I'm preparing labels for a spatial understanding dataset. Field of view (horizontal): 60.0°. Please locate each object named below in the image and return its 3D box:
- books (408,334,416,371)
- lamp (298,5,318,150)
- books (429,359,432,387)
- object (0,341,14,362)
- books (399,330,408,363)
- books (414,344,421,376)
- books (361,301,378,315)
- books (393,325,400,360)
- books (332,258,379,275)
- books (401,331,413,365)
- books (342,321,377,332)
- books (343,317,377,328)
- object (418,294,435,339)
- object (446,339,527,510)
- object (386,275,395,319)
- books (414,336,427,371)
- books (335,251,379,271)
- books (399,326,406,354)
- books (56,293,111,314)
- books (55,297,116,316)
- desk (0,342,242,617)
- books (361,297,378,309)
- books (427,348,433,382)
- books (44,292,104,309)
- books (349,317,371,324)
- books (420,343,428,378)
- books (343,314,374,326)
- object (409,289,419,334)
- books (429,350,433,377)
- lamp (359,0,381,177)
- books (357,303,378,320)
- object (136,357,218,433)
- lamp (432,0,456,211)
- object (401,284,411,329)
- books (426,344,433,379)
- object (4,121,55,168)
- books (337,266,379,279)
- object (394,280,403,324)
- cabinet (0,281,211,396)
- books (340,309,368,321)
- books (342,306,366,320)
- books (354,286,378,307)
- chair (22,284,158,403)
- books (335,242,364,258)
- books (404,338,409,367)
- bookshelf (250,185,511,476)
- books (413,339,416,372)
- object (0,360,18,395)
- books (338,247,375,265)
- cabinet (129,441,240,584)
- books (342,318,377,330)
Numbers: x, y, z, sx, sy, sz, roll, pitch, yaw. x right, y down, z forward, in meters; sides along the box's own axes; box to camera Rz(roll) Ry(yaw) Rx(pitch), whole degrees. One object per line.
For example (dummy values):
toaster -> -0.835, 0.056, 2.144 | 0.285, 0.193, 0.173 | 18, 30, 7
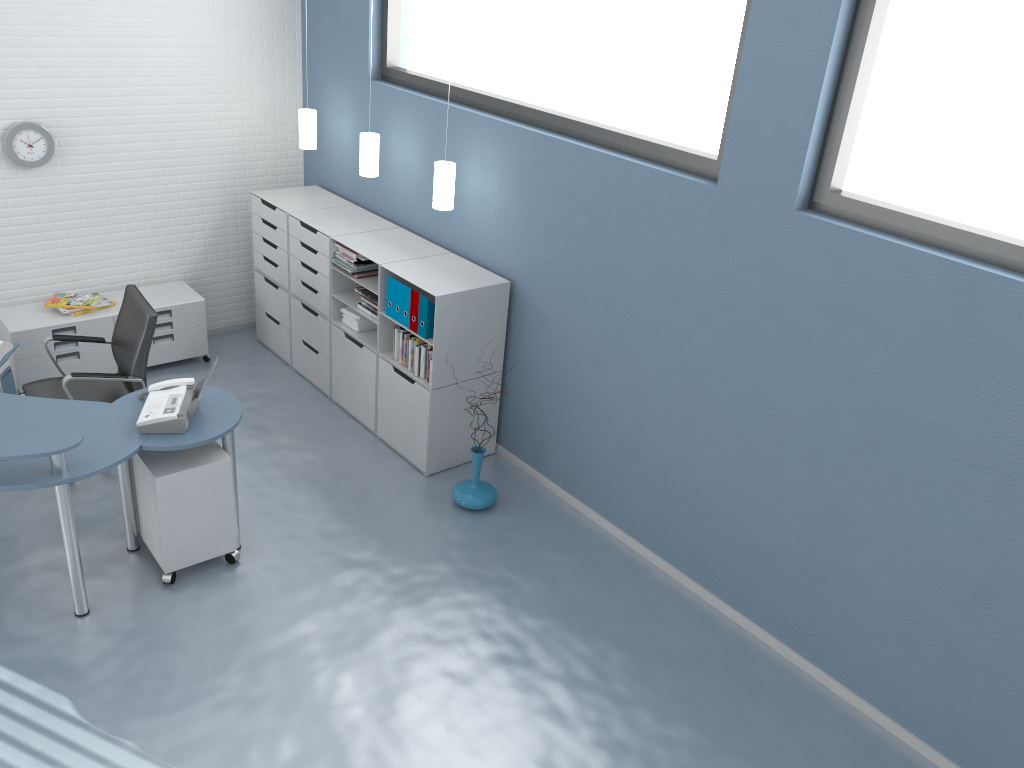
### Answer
books -> -0.532, -0.194, 5.212 | 0.166, 0.217, 0.038 | -16, 33, -37
lamp -> -1.330, -2.426, 5.728 | 0.120, 1.786, 0.120 | 9, 26, 6
books -> -0.393, -0.079, 5.066 | 0.178, 0.163, 0.032 | -16, 33, -37
object -> -2.804, -0.132, 4.615 | 0.276, 0.028, 0.478 | 1, 27, -10
books -> -0.603, -0.231, 5.295 | 0.157, 0.198, 0.022 | -16, 33, -37
books -> -0.490, -0.150, 5.168 | 0.173, 0.184, 0.032 | -16, 33, -37
books -> -0.781, -0.476, 5.464 | 0.212, 0.023, 0.224 | -16, 33, -37
books -> -0.642, -0.258, 5.336 | 0.157, 0.203, 0.040 | -16, 33, -37
books -> -0.974, -0.754, 5.590 | 0.234, 0.034, 0.240 | -16, 33, -37
books -> -0.585, -0.223, 5.276 | 0.157, 0.203, 0.032 | -16, 33, -37
books -> -0.940, -0.402, 5.781 | 0.270, 0.015, 0.190 | -16, 33, -37
books -> -0.929, -0.426, 5.764 | 0.270, 0.015, 0.190 | -15, 33, -36
object -> -0.430, -0.396, 5.004 | 0.181, 0.247, 0.082 | -16, 33, -37
object -> -0.152, 0.256, 4.848 | 0.357, 0.972, 0.312 | 16, 28, 21
object -> -0.642, -0.527, 5.227 | 0.181, 0.247, 0.082 | -16, 33, -37
books -> -0.498, -0.190, 5.176 | 0.157, 0.247, 0.021 | -16, 33, -37
books -> -0.954, -0.787, 5.571 | 0.212, 0.044, 0.265 | -16, 33, -37
books -> -0.611, -0.258, 5.312 | 0.138, 0.229, 0.032 | -16, 33, -37
books -> -2.846, -0.534, 5.858 | 0.300, 0.020, 0.210 | -20, 36, -41
books -> -2.831, -0.526, 5.889 | 0.210, 0.020, 0.300 | 21, 30, 29
desk -> -2.539, 0.336, 4.295 | 2.282, 0.900, 1.402 | 16, 28, 21
books -> -0.781, -0.508, 5.465 | 0.197, 0.034, 0.251 | -16, 33, -37
books -> -0.421, -0.119, 5.103 | 0.157, 0.198, 0.022 | -16, 33, -37
books -> -2.878, -0.547, 5.833 | 0.300, 0.020, 0.210 | 2, 26, -6
books -> -0.926, -0.454, 5.753 | 0.270, 0.015, 0.190 | -14, 32, -35
books -> -0.460, -0.146, 5.144 | 0.157, 0.203, 0.040 | -16, 33, -37
books -> -0.933, -0.439, 5.755 | 0.270, 0.015, 0.190 | -16, 33, -37
object -> -0.483, -0.429, 5.060 | 0.181, 0.247, 0.082 | -16, 33, -37
books -> -0.403, -0.111, 5.084 | 0.157, 0.203, 0.032 | -16, 33, -37
lamp -> -0.823, -2.114, 5.194 | 0.120, 1.786, 0.120 | 9, 26, 6
books -> -0.796, -0.458, 5.490 | 0.212, 0.034, 0.265 | -16, 33, -37
object -> -1.573, 0.009, 4.131 | 0.399, 0.280, 0.405 | 0, 27, -11
lamp -> -0.316, -1.801, 4.660 | 0.120, 1.786, 0.120 | 9, 26, 6
object -> -0.536, -0.461, 5.116 | 0.181, 0.247, 0.082 | -16, 33, -37
books -> -0.429, -0.146, 5.120 | 0.138, 0.229, 0.032 | -16, 33, -37
object -> -2.994, -1.484, 5.503 | 0.279, 0.277, 0.041 | -16, 33, -37
books -> -0.959, -0.728, 5.601 | 0.209, 0.019, 0.265 | -16, 33, -37
object -> -0.589, -0.494, 5.172 | 0.181, 0.247, 0.082 | -16, 33, -37
cabinet -> -2.763, -0.324, 6.065 | 1.259, 0.484, 0.447 | -16, 34, -37
books -> -0.947, -0.471, 5.750 | 0.270, 0.015, 0.190 | -16, 33, -37
books -> -0.932, -0.482, 5.742 | 0.270, 0.015, 0.190 | -20, 36, -41
books -> -0.798, -0.545, 5.450 | 0.224, 0.041, 0.283 | -16, 33, -37
chair -> -2.337, 0.007, 4.949 | 0.652, 0.948, 0.584 | -13, 31, -32
books -> -0.951, -0.849, 5.544 | 0.212, 0.024, 0.258 | -16, 33, -37
books -> -0.570, -0.199, 5.265 | 0.157, 0.172, 0.021 | -16, 33, -37
bookshelf -> -0.984, -0.468, 5.948 | 0.521, 1.141, 2.294 | -16, 33, -37
books -> -0.511, -0.178, 5.199 | 0.155, 0.203, 0.017 | -16, 33, -37
object -> -3.200, 0.079, 5.229 | 0.471, 0.422, 0.199 | 2, 26, -6
books -> -0.931, -0.818, 5.551 | 0.187, 0.034, 0.298 | -16, 33, -37
cabinet -> -1.637, 0.553, 4.370 | 0.383, 0.605, 0.559 | -15, 33, -35
books -> -0.938, -0.415, 5.775 | 0.270, 0.015, 0.190 | -18, 35, -39
